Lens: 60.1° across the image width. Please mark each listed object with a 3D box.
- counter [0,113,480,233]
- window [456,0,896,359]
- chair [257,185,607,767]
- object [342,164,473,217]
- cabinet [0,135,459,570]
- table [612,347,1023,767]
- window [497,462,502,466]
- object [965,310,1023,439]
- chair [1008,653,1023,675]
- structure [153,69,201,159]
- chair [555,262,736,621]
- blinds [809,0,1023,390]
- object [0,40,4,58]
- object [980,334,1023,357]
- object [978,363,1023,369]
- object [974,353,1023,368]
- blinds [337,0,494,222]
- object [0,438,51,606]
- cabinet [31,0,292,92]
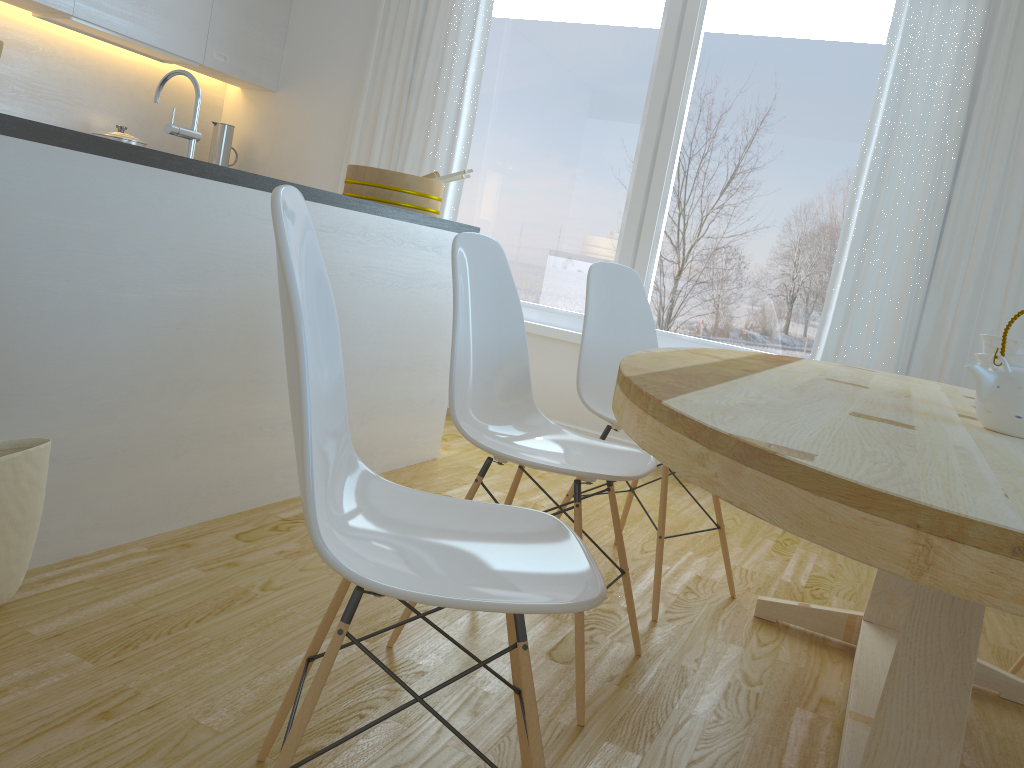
[{"bbox_3d":[-0.886,-0.606,2.562,0.604,0.040,2.404,14,9,23],"label":"counter"},{"bbox_3d":[0.724,-1.155,4.398,2.741,1.908,0.088,14,5,23],"label":"window"},{"bbox_3d":[-0.118,0.227,1.201,0.522,0.897,0.433,10,5,-7],"label":"chair"},{"bbox_3d":[-0.431,-0.774,3.429,0.428,0.213,0.382,5,9,-38],"label":"object"},{"bbox_3d":[-0.974,-0.143,2.601,0.604,0.904,2.404,13,8,23],"label":"cabinet"},{"bbox_3d":[0.788,0.410,1.730,1.199,0.721,2.194,14,8,21],"label":"table"},{"bbox_3d":[1.165,-0.520,1.001,2.562,2.042,1.882,14,7,23],"label":"window"},{"bbox_3d":[0.854,-0.020,1.485,0.178,0.210,0.147,13,6,23],"label":"object"},{"bbox_3d":[1.670,0.427,2.149,0.523,0.897,0.432,11,5,-2],"label":"chair"},{"bbox_3d":[-0.845,-0.671,2.170,0.163,0.214,0.097,13,6,24],"label":"structure"},{"bbox_3d":[0.416,0.125,2.597,0.527,0.897,0.428,16,7,43],"label":"chair"},{"bbox_3d":[1.857,-1.023,3.681,0.799,2.148,0.150,13,5,24],"label":"blinds"},{"bbox_3d":[-1.105,-0.615,1.703,0.204,0.141,0.207,9,7,-15],"label":"object"},{"bbox_3d":[0.996,-0.042,1.742,0.151,0.086,0.153,5,9,-38],"label":"object"},{"bbox_3d":[0.985,0.008,1.745,0.151,0.092,0.152,7,8,-27],"label":"object"},{"bbox_3d":[0.988,-0.016,1.745,0.152,0.095,0.151,17,9,40],"label":"object"},{"bbox_3d":[-0.528,-1.628,4.743,0.799,2.148,0.150,13,5,23],"label":"blinds"},{"bbox_3d":[-0.593,0.292,1.576,1.190,0.499,0.474,11,6,1],"label":"object"},{"bbox_3d":[-2.127,-1.348,3.801,0.483,2.288,3.205,13,7,23],"label":"cabinet"}]
